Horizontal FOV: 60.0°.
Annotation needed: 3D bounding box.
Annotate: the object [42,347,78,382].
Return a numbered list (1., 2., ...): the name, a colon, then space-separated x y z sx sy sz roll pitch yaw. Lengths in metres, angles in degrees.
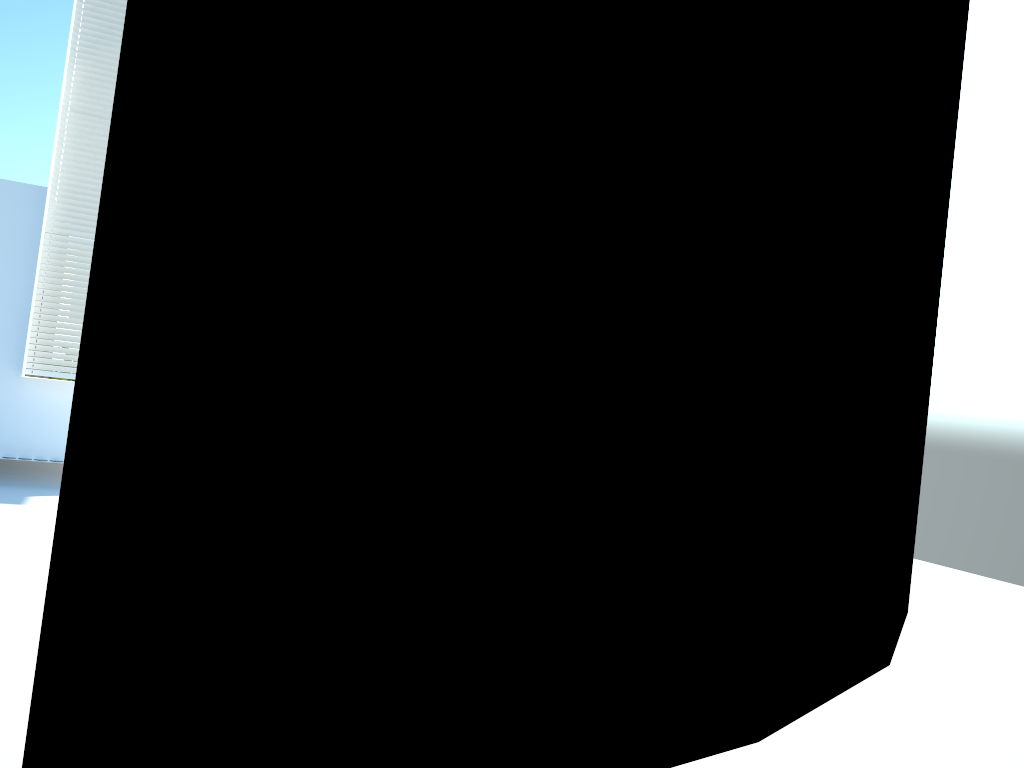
1. object: -5.462 0.090 11.306 1.122 1.199 1.025 5 -2 45

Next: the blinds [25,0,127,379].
1. blinds: -4.001 -2.109 10.564 1.219 4.268 3.916 7 -2 -5
